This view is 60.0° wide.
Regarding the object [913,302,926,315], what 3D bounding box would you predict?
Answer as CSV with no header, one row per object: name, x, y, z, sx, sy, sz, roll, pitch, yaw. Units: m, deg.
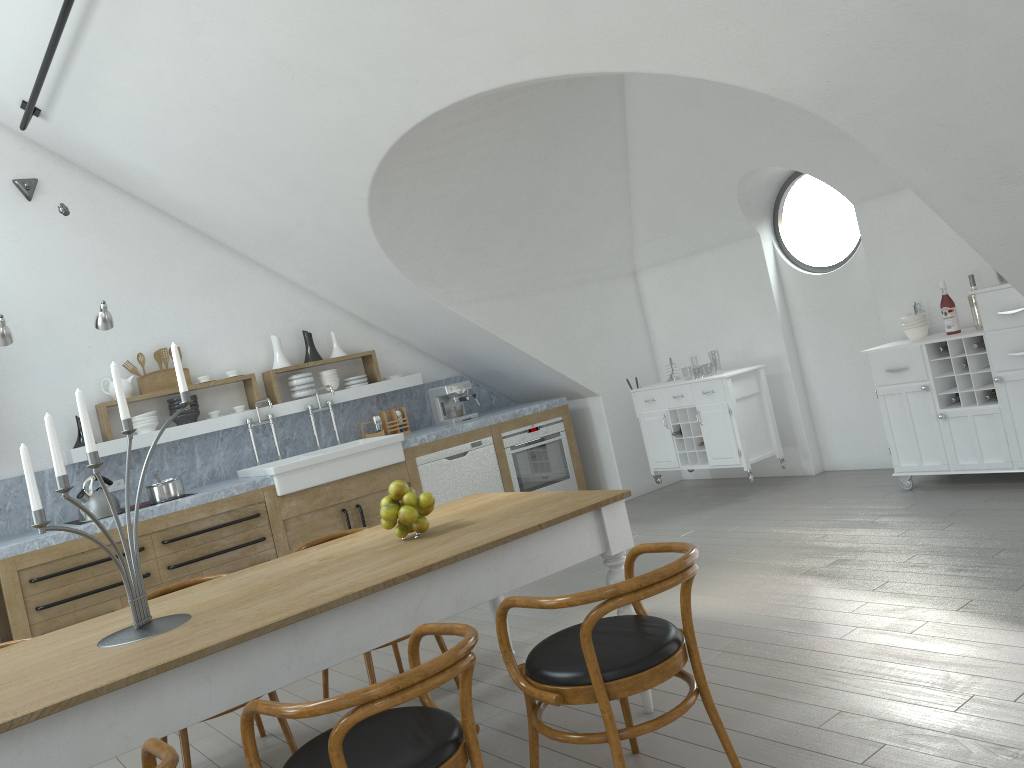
object,2.638,-0.429,5.767,0.065,0.209,0.115,-13,0,-34

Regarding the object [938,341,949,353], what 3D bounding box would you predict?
object,2.685,-0.233,5.366,0.360,0.094,0.092,-14,1,-35

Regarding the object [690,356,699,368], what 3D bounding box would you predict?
object,1.422,-0.127,6.855,0.048,0.169,0.048,-13,0,42

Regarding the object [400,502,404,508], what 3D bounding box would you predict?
object,-0.410,0.460,3.264,0.062,0.059,0.062,-13,1,-32

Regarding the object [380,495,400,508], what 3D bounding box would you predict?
object,-0.442,0.439,3.212,0.066,0.071,0.073,-13,0,23

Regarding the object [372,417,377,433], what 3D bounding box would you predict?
object,-1.105,0.361,7.204,0.018,0.196,0.022,-13,-1,42

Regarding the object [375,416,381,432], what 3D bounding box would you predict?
object,-1.072,0.351,7.191,0.040,0.192,0.042,-13,0,1

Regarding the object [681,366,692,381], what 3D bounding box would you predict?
object,1.353,-0.078,6.831,0.082,0.105,0.081,-13,0,-23

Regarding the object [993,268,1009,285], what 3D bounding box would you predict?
object,2.772,-0.614,5.004,0.082,0.105,0.082,-13,0,2

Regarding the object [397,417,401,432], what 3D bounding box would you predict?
object,-0.945,0.331,7.364,0.020,0.179,0.044,-13,0,-38

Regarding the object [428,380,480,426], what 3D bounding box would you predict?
object,-0.438,0.151,7.356,0.325,0.320,0.385,-13,1,-36

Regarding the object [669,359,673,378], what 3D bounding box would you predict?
object,1.311,-0.125,7.259,0.024,0.164,0.039,-13,0,-23

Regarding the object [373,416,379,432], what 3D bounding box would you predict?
object,-1.100,0.356,7.230,0.040,0.192,0.042,-13,0,2

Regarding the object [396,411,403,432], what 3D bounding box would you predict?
object,-0.921,0.313,7.331,0.040,0.192,0.042,-13,0,14

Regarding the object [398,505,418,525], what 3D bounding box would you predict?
object,-0.367,0.462,3.126,0.071,0.072,0.071,-13,0,19

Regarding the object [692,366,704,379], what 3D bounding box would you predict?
object,1.428,-0.084,6.789,0.077,0.085,0.077,-12,0,42

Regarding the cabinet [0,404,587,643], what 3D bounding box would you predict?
cabinet,-2.221,1.337,5.868,6.448,1.022,1.000,-14,1,-36

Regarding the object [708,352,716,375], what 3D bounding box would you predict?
object,1.546,-0.159,6.785,0.054,0.179,0.054,-13,0,31

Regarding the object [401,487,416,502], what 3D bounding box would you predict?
object,-0.388,0.409,3.274,0.062,0.059,0.062,-13,1,-35

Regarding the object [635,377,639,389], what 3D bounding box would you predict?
object,1.045,0.073,7.277,0.029,0.269,0.088,-13,0,-9

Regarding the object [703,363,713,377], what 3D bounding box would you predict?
object,1.497,-0.106,6.748,0.071,0.098,0.071,-13,0,-13

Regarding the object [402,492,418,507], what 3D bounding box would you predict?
object,-0.363,0.414,3.156,0.053,0.057,0.058,-13,0,-21

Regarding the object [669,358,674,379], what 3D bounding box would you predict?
object,1.304,-0.127,7.293,0.054,0.175,0.039,-13,0,-36

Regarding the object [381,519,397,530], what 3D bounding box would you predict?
object,-0.442,0.496,3.190,0.060,0.056,0.059,-13,1,-41

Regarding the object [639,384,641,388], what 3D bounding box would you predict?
object,1.077,0.127,7.301,0.038,0.262,0.038,-13,0,-3

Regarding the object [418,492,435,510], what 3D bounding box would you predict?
object,-0.306,0.418,3.169,0.063,0.063,0.062,-13,0,17

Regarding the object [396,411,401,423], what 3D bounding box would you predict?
object,-0.931,0.318,7.359,0.018,0.196,0.023,-13,0,-28

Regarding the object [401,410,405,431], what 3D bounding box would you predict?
object,-0.909,0.313,7.356,0.022,0.196,0.018,-13,0,-35

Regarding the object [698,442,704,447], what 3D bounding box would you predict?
object,1.537,0.433,6.792,0.318,0.083,0.081,-14,1,-36

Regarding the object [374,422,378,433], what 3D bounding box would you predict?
object,-1.096,0.369,7.185,0.019,0.179,0.044,-13,0,19

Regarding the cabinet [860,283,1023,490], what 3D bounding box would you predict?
cabinet,2.841,0.005,5.321,0.611,1.154,1.238,-13,0,-36

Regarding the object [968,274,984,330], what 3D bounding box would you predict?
object,2.752,-0.485,5.245,0.085,0.331,0.085,-13,0,13

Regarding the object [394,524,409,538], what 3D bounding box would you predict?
object,-0.394,0.525,3.167,0.051,0.050,0.049,-13,1,-32

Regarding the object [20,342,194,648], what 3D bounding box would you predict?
object,-1.158,0.302,2.711,0.265,0.875,0.777,-13,0,28

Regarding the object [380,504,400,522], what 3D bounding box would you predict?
object,-0.430,0.455,3.139,0.072,0.064,0.070,-13,1,-43

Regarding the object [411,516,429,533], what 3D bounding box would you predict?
object,-0.328,0.502,3.175,0.064,0.063,0.063,-13,0,-25

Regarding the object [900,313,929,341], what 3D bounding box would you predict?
object,2.528,-0.353,5.554,0.158,0.160,0.154,-13,0,-8

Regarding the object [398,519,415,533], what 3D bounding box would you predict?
object,-0.376,0.505,3.231,0.080,0.074,0.078,-13,0,9

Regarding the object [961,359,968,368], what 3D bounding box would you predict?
object,2.772,-0.137,5.287,0.332,0.085,0.085,-14,1,-36

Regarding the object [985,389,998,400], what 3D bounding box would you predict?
object,2.867,0.046,5.197,0.359,0.081,0.081,-14,1,-38

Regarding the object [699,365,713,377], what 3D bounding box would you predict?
object,1.502,-0.106,6.840,0.094,0.093,0.094,-12,1,42

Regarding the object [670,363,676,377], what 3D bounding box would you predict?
object,1.316,-0.113,7.285,0.029,0.137,0.097,-13,0,-32

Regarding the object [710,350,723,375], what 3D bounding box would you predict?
object,1.553,-0.163,6.722,0.063,0.187,0.063,-13,0,39

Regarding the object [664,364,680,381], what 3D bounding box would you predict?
object,1.313,-0.092,7.282,0.067,0.138,0.101,-13,0,-36

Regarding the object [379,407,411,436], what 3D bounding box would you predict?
object,-0.972,0.317,7.342,0.201,0.223,0.103,-13,0,-36

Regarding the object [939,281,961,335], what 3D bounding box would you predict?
object,2.653,-0.465,5.394,0.081,0.330,0.081,-13,0,-40

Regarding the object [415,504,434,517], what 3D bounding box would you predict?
object,-0.320,0.443,3.222,0.076,0.076,0.077,-13,0,21

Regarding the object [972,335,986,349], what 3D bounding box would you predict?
object,2.798,-0.250,5.193,0.361,0.085,0.087,-14,1,-36

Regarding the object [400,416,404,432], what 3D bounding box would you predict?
object,-0.914,0.315,7.346,0.018,0.196,0.020,-13,0,-14

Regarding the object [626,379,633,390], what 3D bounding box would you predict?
object,1.014,0.079,7.322,0.088,0.269,0.029,-13,0,27

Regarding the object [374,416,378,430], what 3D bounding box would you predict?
object,-1.101,0.360,7.214,0.018,0.196,0.020,-13,0,-26

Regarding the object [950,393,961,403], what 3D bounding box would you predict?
object,2.772,0.061,5.342,0.332,0.085,0.155,-14,1,-35

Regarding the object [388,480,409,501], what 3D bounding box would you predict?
object,-0.408,0.383,3.195,0.073,0.074,0.072,-13,1,-36

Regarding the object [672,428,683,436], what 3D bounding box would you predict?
object,1.371,0.363,6.931,0.318,0.085,0.081,-14,1,-35

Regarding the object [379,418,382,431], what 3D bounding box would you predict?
object,-1.064,0.361,7.204,0.044,0.179,0.020,-13,0,39

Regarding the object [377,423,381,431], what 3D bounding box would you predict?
object,-1.083,0.356,7.206,0.018,0.196,0.023,-12,0,-41

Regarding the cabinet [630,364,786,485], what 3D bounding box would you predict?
cabinet,1.488,0.345,6.929,0.498,0.789,1.131,-13,1,-36
